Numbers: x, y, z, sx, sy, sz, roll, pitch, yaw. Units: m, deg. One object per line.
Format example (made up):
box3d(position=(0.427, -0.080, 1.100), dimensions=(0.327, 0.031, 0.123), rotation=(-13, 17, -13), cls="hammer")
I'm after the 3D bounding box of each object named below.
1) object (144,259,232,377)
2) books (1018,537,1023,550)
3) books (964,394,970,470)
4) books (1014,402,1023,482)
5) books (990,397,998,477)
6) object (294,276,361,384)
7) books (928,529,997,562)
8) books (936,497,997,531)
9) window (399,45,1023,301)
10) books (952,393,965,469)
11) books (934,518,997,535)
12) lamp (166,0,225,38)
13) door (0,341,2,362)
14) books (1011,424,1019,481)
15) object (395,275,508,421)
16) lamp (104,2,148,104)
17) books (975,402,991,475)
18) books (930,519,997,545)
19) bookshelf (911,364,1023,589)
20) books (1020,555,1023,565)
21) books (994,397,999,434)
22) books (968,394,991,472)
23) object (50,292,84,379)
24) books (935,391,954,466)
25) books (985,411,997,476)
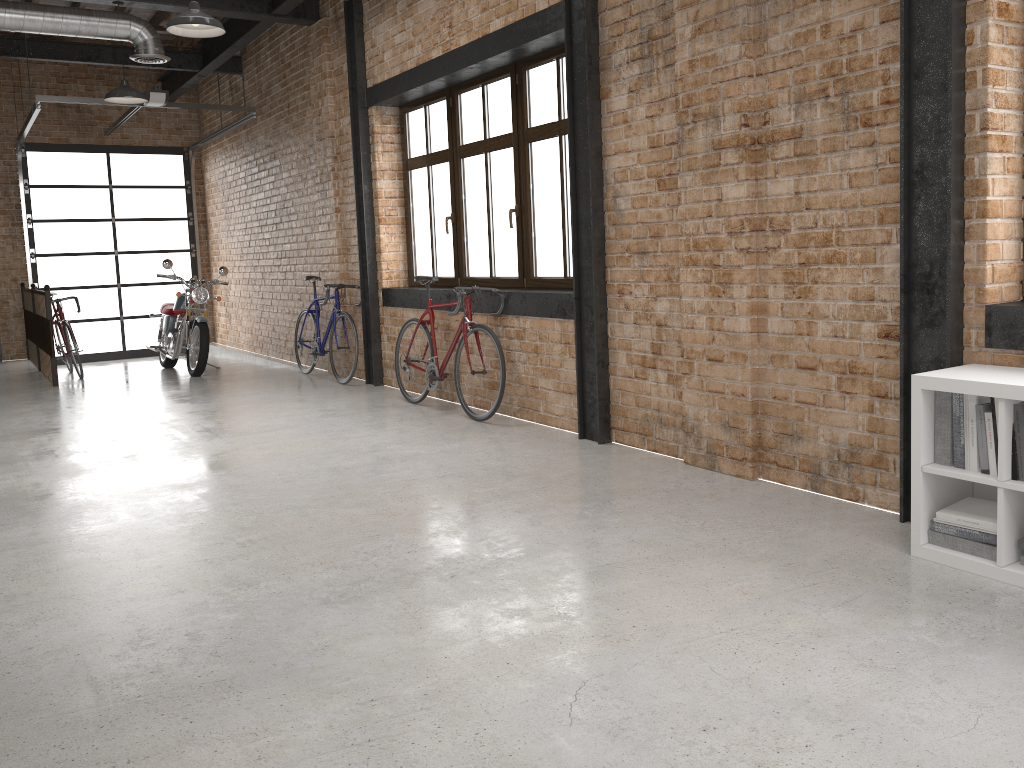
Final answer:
box3d(position=(-3.892, -0.813, 10.566), dimensions=(0.816, 1.353, 2.180), rotation=(-8, 10, -44), cls="object")
box3d(position=(1.910, 0.543, 2.991), dimensions=(0.223, 0.055, 0.283), rotation=(-7, 10, -31), cls="books")
box3d(position=(1.742, 0.157, 3.227), dimensions=(0.266, 0.313, 0.025), rotation=(-6, 7, -27), cls="books")
box3d(position=(1.819, 0.197, 3.051), dimensions=(0.222, 0.281, 0.061), rotation=(-6, 7, -27), cls="books")
box3d(position=(1.787, 0.150, 3.129), dimensions=(0.259, 0.353, 0.050), rotation=(-6, 7, -27), cls="books")
box3d(position=(-1.910, -0.570, 8.933), dimensions=(0.403, 1.034, 1.742), rotation=(-7, 9, -37), cls="object")
box3d(position=(1.715, 0.563, 3.239), dimensions=(0.217, 0.071, 0.290), rotation=(-7, 10, -32), cls="books")
box3d(position=(1.718, 0.471, 3.211), dimensions=(0.215, 0.051, 0.253), rotation=(-7, 10, -32), cls="books")
box3d(position=(1.297, -1.290, 4.579), dimensions=(0.147, 1.682, 8.662), rotation=(-6, 9, -32), cls="window")
box3d(position=(1.720, 0.146, 3.251), dimensions=(0.250, 0.331, 0.060), rotation=(-6, 7, -27), cls="books")
box3d(position=(1.717, 0.489, 3.217), dimensions=(0.219, 0.039, 0.261), rotation=(-8, 10, -32), cls="books")
box3d(position=(-2.060, -2.705, 5.688), dimensions=(0.362, 0.852, 0.363), rotation=(-4, 6, -15), cls="lamp")
box3d(position=(-7.468, -1.295, 11.805), dimensions=(1.000, 2.089, 0.218), rotation=(-6, 7, -32), cls="door")
box3d(position=(1.818, 0.156, 3.084), dimensions=(0.272, 0.352, 0.063), rotation=(-6, 7, -27), cls="books")
box3d(position=(-0.527, -0.306, 6.756), dimensions=(0.403, 1.034, 1.742), rotation=(-7, 9, -37), cls="object")
box3d(position=(-3.499, -2.980, 7.951), dimensions=(0.362, 0.852, 0.363), rotation=(2, 7, 35), cls="lamp")
box3d(position=(1.734, 0.195, 3.157), dimensions=(0.183, 0.261, 0.057), rotation=(-6, 7, -27), cls="books")
box3d(position=(1.711, 0.514, 3.224), dimensions=(0.207, 0.066, 0.276), rotation=(-7, 10, -32), cls="books")
box3d(position=(2.061, 0.361, 2.738), dimensions=(0.401, 0.681, 1.549), rotation=(-6, 9, -32), cls="bookshelf")
box3d(position=(1.898, 0.601, 2.989), dimensions=(0.184, 0.049, 0.262), rotation=(-7, 10, -31), cls="books")
box3d(position=(1.802, 0.153, 3.110), dimensions=(0.259, 0.351, 0.071), rotation=(-6, 7, -27), cls="books")
box3d(position=(1.753, 0.165, 3.209), dimensions=(0.259, 0.303, 0.040), rotation=(-6, 7, -27), cls="books")
box3d(position=(-5.404, -0.588, 10.685), dimensions=(0.410, 1.028, 1.741), rotation=(-5, 8, -25), cls="object")
box3d(position=(1.694, 0.129, 3.307), dimensions=(0.259, 0.349, 0.065), rotation=(-6, 7, -27), cls="books")
box3d(position=(1.744, 0.210, 3.128), dimensions=(0.162, 0.239, 0.054), rotation=(-6, 7, -27), cls="books")
